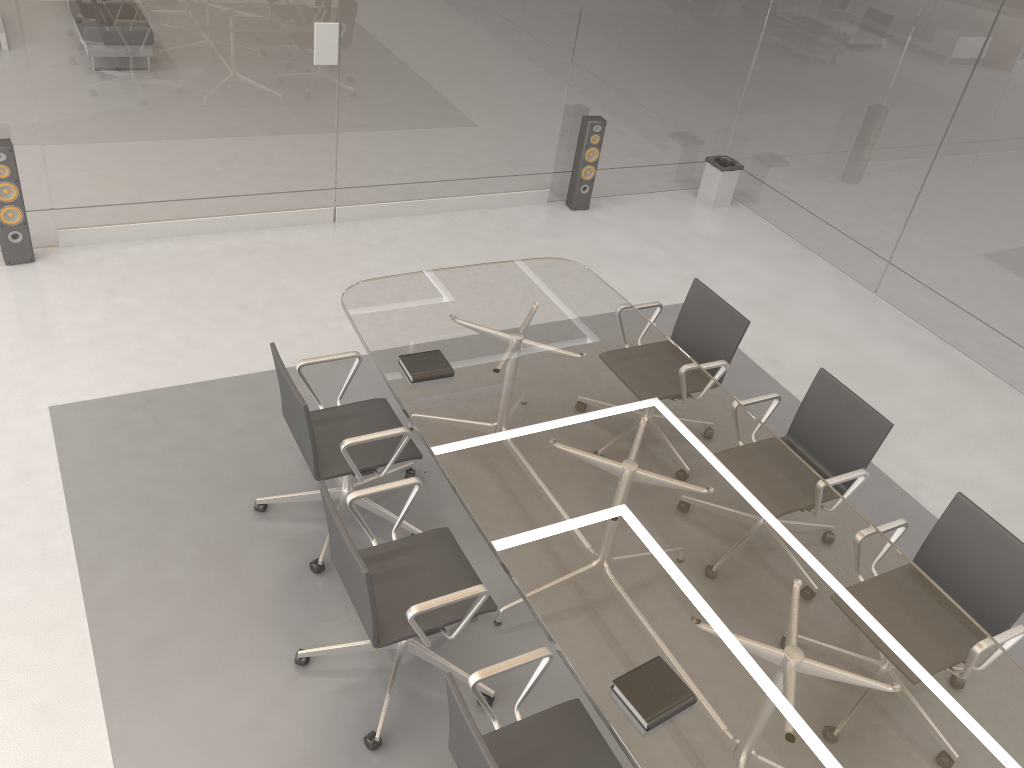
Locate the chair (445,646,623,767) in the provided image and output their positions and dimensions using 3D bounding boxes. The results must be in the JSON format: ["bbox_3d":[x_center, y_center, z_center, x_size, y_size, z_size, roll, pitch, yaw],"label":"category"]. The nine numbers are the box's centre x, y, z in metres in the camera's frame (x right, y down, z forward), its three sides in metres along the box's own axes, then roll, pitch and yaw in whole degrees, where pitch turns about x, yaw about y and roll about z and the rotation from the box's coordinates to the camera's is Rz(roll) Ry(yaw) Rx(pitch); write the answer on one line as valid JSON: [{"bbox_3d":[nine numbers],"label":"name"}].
[{"bbox_3d":[0.120,1.155,2.589,0.731,0.805,0.710,35,42,31],"label":"chair"}]

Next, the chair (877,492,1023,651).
[{"bbox_3d":[1.463,0.900,3.273,0.710,0.805,0.731,-25,48,-39],"label":"chair"}]

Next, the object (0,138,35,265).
[{"bbox_3d":[-2.814,-1.004,4.954,0.152,0.706,0.124,-15,42,-31],"label":"object"}]

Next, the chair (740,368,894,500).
[{"bbox_3d":[1.153,0.424,3.858,0.710,0.805,0.731,-25,48,-39],"label":"chair"}]

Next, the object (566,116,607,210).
[{"bbox_3d":[0.559,-1.657,6.690,0.152,0.706,0.124,-7,39,-23],"label":"object"}]

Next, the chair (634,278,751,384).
[{"bbox_3d":[0.708,-0.033,4.384,0.710,0.805,0.731,-25,48,-39],"label":"chair"}]

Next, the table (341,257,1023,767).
[{"bbox_3d":[0.394,0.581,3.520,1.372,0.721,3.054,-11,40,-27],"label":"table"}]

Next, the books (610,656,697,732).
[{"bbox_3d":[0.396,0.862,2.477,0.183,0.032,0.164,-16,43,-32],"label":"books"}]

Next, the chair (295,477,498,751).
[{"bbox_3d":[-0.331,0.699,3.112,0.731,0.805,0.710,35,42,31],"label":"chair"}]

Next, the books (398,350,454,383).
[{"bbox_3d":[-0.348,-0.071,3.592,0.183,0.032,0.164,-10,40,-26],"label":"books"}]

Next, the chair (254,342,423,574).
[{"bbox_3d":[-0.648,0.224,3.694,0.731,0.805,0.710,35,42,31],"label":"chair"}]

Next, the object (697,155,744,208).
[{"bbox_3d":[1.697,-1.658,7.268,0.233,0.363,0.233,-11,40,-27],"label":"object"}]
